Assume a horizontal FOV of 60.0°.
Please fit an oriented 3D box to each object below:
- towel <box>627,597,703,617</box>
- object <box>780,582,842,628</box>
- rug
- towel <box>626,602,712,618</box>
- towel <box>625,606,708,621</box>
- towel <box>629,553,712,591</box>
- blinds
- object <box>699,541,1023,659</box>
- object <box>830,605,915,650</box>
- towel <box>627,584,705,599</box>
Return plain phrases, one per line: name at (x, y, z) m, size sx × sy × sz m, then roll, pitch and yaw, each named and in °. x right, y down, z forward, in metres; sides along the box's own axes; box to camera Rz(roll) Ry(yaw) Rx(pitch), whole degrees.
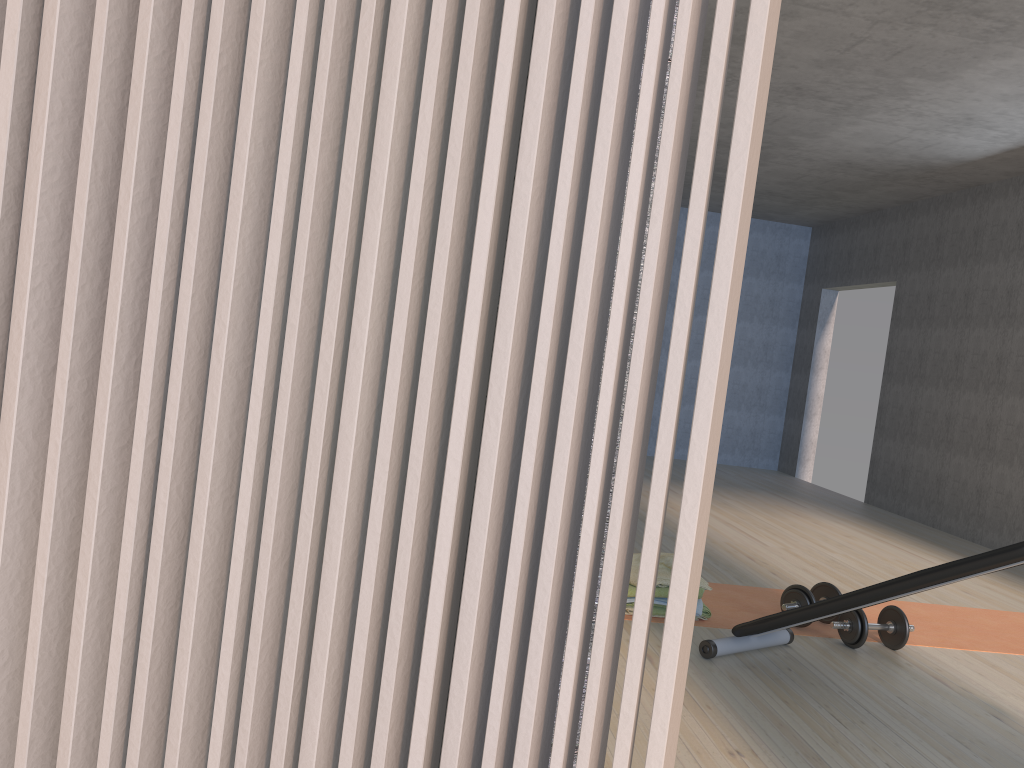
towel at (0.606, 0.871, 3.733) m, size 0.383 × 0.078 × 0.383 m, roll 8°, pitch 2°, yaw 9°
object at (1.273, 0.934, 3.757) m, size 0.385 × 0.176 × 0.176 m, roll 6°, pitch 3°, yaw -36°
rug at (1.729, 1.074, 4.044) m, size 2.779 × 0.002 × 0.716 m, roll 7°, pitch 2°, yaw -8°
towel at (0.616, 0.897, 3.754) m, size 0.380 × 0.081 × 0.367 m, roll 7°, pitch 2°, yaw -10°
towel at (0.593, 0.917, 3.760) m, size 0.376 × 0.044 × 0.371 m, roll 7°, pitch 2°, yaw -9°
towel at (0.614, 0.780, 3.737) m, size 0.384 × 0.123 × 0.373 m, roll 6°, pitch 3°, yaw -24°
blinds at (-0.308, -0.430, 0.694) m, size 1.133 × 2.744 × 0.069 m, roll 7°, pitch 2°, yaw -8°
object at (1.306, 0.695, 2.801) m, size 0.505 × 0.746 × 1.312 m, roll 5°, pitch 3°, yaw -38°
object at (1.449, 0.975, 3.561) m, size 0.385 × 0.176 × 0.176 m, roll 7°, pitch 3°, yaw -16°
towel at (0.588, 0.833, 3.719) m, size 0.376 × 0.085 × 0.371 m, roll 7°, pitch 2°, yaw -3°
